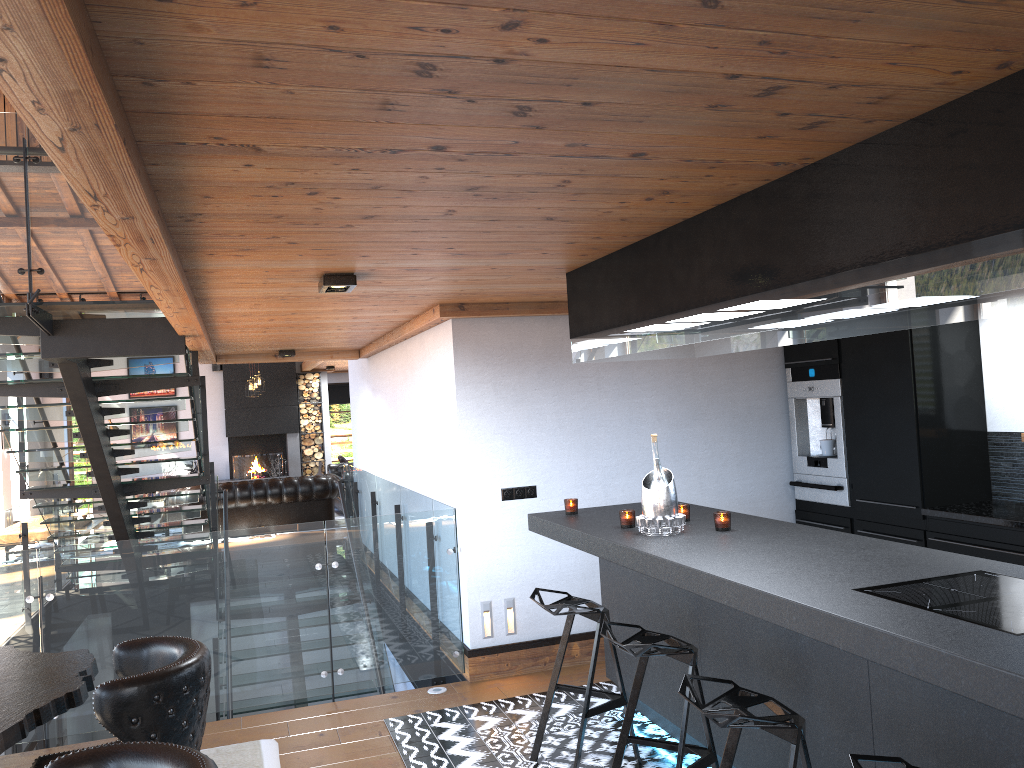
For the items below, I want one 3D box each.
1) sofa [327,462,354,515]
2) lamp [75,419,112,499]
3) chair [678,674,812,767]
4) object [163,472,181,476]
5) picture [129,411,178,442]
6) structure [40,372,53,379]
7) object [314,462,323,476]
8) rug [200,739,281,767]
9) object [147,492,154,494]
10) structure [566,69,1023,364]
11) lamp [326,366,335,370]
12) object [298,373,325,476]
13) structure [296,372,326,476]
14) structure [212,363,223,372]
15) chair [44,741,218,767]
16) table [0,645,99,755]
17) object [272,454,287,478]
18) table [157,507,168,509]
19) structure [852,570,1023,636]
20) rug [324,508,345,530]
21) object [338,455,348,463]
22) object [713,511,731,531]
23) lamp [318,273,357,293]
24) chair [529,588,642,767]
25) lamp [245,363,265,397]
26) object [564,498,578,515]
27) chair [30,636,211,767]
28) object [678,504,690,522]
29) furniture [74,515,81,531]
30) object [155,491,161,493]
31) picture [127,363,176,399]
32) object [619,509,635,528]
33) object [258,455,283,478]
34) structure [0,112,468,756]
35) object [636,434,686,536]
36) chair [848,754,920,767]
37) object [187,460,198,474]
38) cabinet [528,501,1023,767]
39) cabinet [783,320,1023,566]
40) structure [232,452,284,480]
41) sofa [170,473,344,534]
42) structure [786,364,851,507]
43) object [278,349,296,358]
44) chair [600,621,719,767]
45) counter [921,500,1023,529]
[{"bbox_3d":[-2.619,1.825,16.094,1.249,0.838,2.546,-3,-1,-18],"label":"sofa"},{"bbox_3d":[-7.723,1.609,16.241,0.526,1.899,1.323,-4,-2,4],"label":"lamp"},{"bbox_3d":[0.779,1.327,2.657,0.471,0.840,0.536,-3,-2,-12],"label":"chair"},{"bbox_3d":[-6.713,1.729,17.411,0.422,0.532,0.262,-5,-2,41],"label":"object"},{"bbox_3d":[-7.137,0.860,17.672,0.886,0.816,0.035,-3,-2,-18],"label":"picture"},{"bbox_3d":[-8.958,-0.274,17.052,0.215,0.349,0.212,-3,-2,-18],"label":"structure"},{"bbox_3d":[-3.928,1.979,18.076,0.271,0.795,0.260,-2,-2,-34],"label":"object"},{"bbox_3d":[-1.664,1.877,1.777,2.570,0.047,5.588,-3,-1,-18],"label":"rug"},{"bbox_3d":[-5.467,1.611,13.395,0.086,0.286,0.088,-4,-2,22],"label":"object"},{"bbox_3d":[1.103,-0.421,3.114,0.716,0.476,3.225,-3,-1,-17],"label":"structure"},{"bbox_3d":[-3.634,-0.330,17.730,0.156,0.068,0.259,-3,-1,-17],"label":"lamp"},{"bbox_3d":[-4.171,1.085,18.378,0.497,2.613,0.463,-3,-2,-18],"label":"object"},{"bbox_3d":[-4.162,1.078,18.372,0.505,2.618,0.508,-3,-2,-18],"label":"structure"},{"bbox_3d":[-5.997,-0.431,18.034,0.215,0.349,0.212,-3,-2,-18],"label":"structure"},{"bbox_3d":[-0.776,1.270,1.540,0.575,1.092,0.498,-2,-2,-34],"label":"chair"},{"bbox_3d":[-1.655,1.414,1.467,1.440,0.950,3.768,-3,-1,-17],"label":"table"},{"bbox_3d":[-4.625,1.895,17.648,0.304,1.018,0.311,-4,-2,28],"label":"object"},{"bbox_3d":[-5.443,2.055,13.459,0.408,0.609,0.414,-3,-2,-18],"label":"table"},{"bbox_3d":[1.371,0.613,2.505,0.508,0.017,0.606,-3,-1,-18],"label":"structure"},{"bbox_3d":[-2.886,2.221,15.427,2.449,0.053,4.014,-3,-1,-17],"label":"rug"},{"bbox_3d":[-3.323,1.556,17.487,0.148,0.319,0.250,-4,-2,24],"label":"object"},{"bbox_3d":[0.954,0.621,4.015,0.078,0.081,0.080,-5,-2,37],"label":"object"},{"bbox_3d":[-0.832,-0.484,4.214,0.156,0.068,0.259,-3,-1,-17],"label":"lamp"},{"bbox_3d":[0.357,1.384,4.126,0.473,0.840,0.535,-3,-2,-18],"label":"chair"},{"bbox_3d":[-4.586,-0.877,15.600,0.264,2.202,0.794,-2,-2,-26],"label":"lamp"},{"bbox_3d":[0.328,0.678,4.905,0.079,0.081,0.080,-4,-2,17],"label":"object"},{"bbox_3d":[-1.104,1.309,2.437,0.572,1.092,0.500,-3,-2,-19],"label":"chair"},{"bbox_3d":[0.842,0.636,4.378,0.078,0.081,0.080,-5,-2,37],"label":"object"},{"bbox_3d":[-6.859,2.220,13.176,1.184,0.437,2.738,-3,-1,-17],"label":"furniture"},{"bbox_3d":[-5.367,1.605,13.424,0.089,0.286,0.086,-2,-2,-41],"label":"object"},{"bbox_3d":[-7.196,-0.133,17.706,0.886,0.816,0.035,-3,-2,-18],"label":"picture"},{"bbox_3d":[0.558,0.651,4.280,0.078,0.081,0.080,-5,-2,37],"label":"object"},{"bbox_3d":[-4.057,1.545,15.004,0.407,0.808,0.618,-3,-2,-6],"label":"object"},{"bbox_3d":[-4.983,1.782,5.932,9.278,6.401,10.942,-3,-1,-18],"label":"structure"},{"bbox_3d":[0.670,0.454,4.058,0.228,0.453,0.223,-3,-2,-18],"label":"object"},{"bbox_3d":[1.065,1.296,2.007,0.473,0.840,0.534,-3,-2,-21],"label":"chair"},{"bbox_3d":[-6.315,1.737,17.609,0.340,0.455,0.334,-4,-2,8],"label":"object"},{"bbox_3d":[1.243,1.174,2.880,0.895,1.104,4.764,-3,-1,-17],"label":"cabinet"},{"bbox_3d":[3.184,0.429,3.424,0.547,2.381,6.381,-3,-1,-17],"label":"cabinet"},{"bbox_3d":[-5.114,1.676,17.889,0.990,0.514,0.182,-3,-2,-18],"label":"structure"},{"bbox_3d":[-3.838,1.843,13.458,2.585,0.838,1.230,-3,-2,-19],"label":"sofa"},{"bbox_3d":[2.147,0.345,6.122,0.257,0.946,0.593,-3,-2,-17],"label":"structure"},{"bbox_3d":[-2.215,-0.304,8.710,0.156,0.068,0.259,-3,-1,-17],"label":"object"},{"bbox_3d":[0.619,1.353,3.423,0.473,0.840,0.534,-3,-2,-21],"label":"chair"},{"bbox_3d":[3.011,0.681,4.029,0.535,0.040,2.548,-3,-1,-17],"label":"counter"}]
